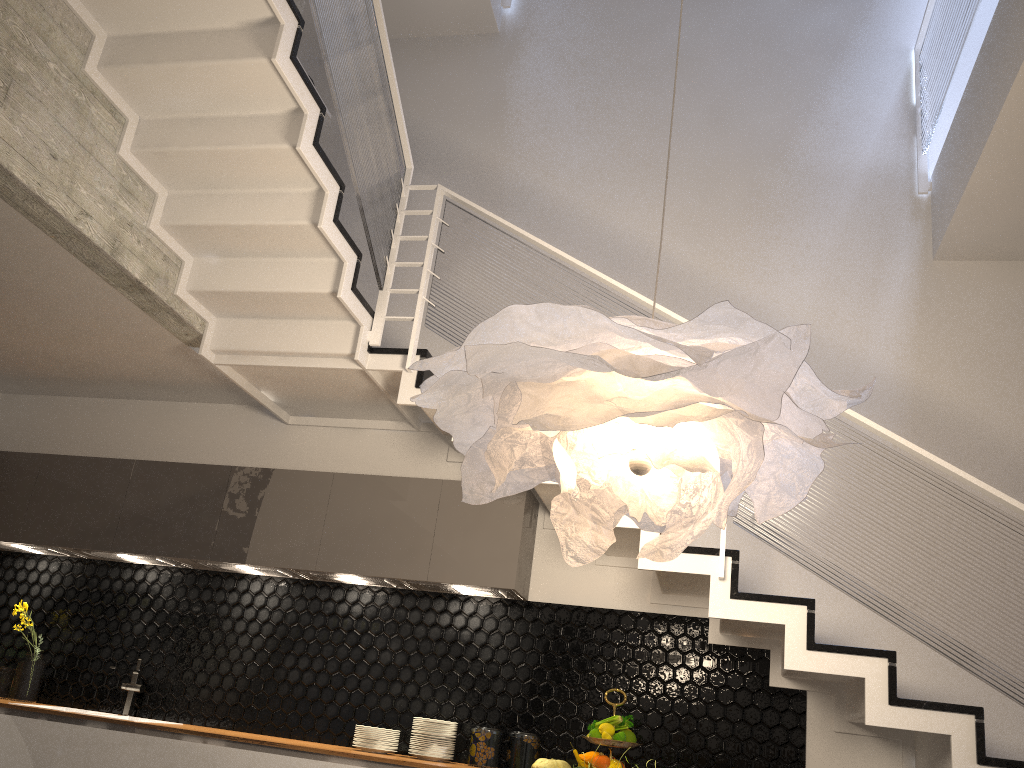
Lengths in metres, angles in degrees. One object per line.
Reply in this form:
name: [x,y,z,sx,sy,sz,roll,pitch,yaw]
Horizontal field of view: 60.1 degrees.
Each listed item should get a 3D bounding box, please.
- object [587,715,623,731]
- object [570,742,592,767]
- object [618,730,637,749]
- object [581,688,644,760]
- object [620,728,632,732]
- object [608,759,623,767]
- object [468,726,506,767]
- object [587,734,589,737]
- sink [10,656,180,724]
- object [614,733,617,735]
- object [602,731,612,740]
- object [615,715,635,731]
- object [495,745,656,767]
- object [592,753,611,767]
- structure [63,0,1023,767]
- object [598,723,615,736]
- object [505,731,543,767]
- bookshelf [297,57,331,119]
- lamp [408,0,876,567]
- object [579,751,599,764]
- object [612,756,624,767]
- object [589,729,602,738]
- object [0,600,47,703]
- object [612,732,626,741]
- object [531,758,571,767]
object: [0.415,1.532,3.996,0.181,0.080,0.057,-11,-27,40]
object: [0.318,1.684,3.988,0.061,0.118,0.127,-12,-28,43]
object: [0.509,1.589,3.960,0.095,0.077,0.103,4,-21,9]
object: [0.452,1.590,3.989,0.351,0.418,0.358,5,-20,8]
object: [0.523,1.604,4.036,0.059,0.068,0.080,-10,-26,39]
object: [0.422,1.680,3.880,0.156,0.075,0.079,25,-26,-38]
object: [-0.126,1.756,4.277,0.173,0.181,0.174,17,-22,-25]
object: [0.365,1.596,4.011,0.052,0.049,0.050,-5,-23,30]
sink: [-2.108,1.628,4.591,0.723,0.441,0.498,2,-21,13]
object: [0.477,1.620,4.031,0.063,0.060,0.068,-1,-22,22]
object: [0.417,1.551,3.895,0.045,0.040,0.048,17,-22,-23]
object: [0.455,1.549,4.035,0.211,0.099,0.068,-4,-23,28]
object: [0.173,0.925,1.804,0.667,0.361,0.541,4,-21,9]
object: [0.397,1.673,3.902,0.085,0.091,0.088,1,-21,18]
structure: [-0.288,-1.942,3.523,8.454,8.171,4.309,3,-20,14]
object: [0.424,1.546,3.959,0.071,0.057,0.069,3,-21,13]
object: [0.054,1.769,4.250,0.172,0.181,0.175,10,-20,-8]
bookshelf: [-1.607,-1.511,5.437,0.442,1.088,0.990,3,-21,14]
lamp: [0.573,-1.988,2.827,1.062,5.125,1.136,-1,-21,24]
object: [0.341,1.675,3.973,0.127,0.055,0.061,2,-21,15]
object: [0.467,1.767,4.058,0.113,0.109,0.113,11,-20,-9]
object: [0.377,1.577,3.971,0.062,0.059,0.066,4,-21,10]
object: [-2.802,1.496,4.987,0.428,0.533,0.260,-7,-24,36]
object: [0.472,1.558,3.901,0.061,0.053,0.059,25,-26,-38]
object: [0.187,1.772,4.084,0.197,0.082,0.192,-1,-23,22]
